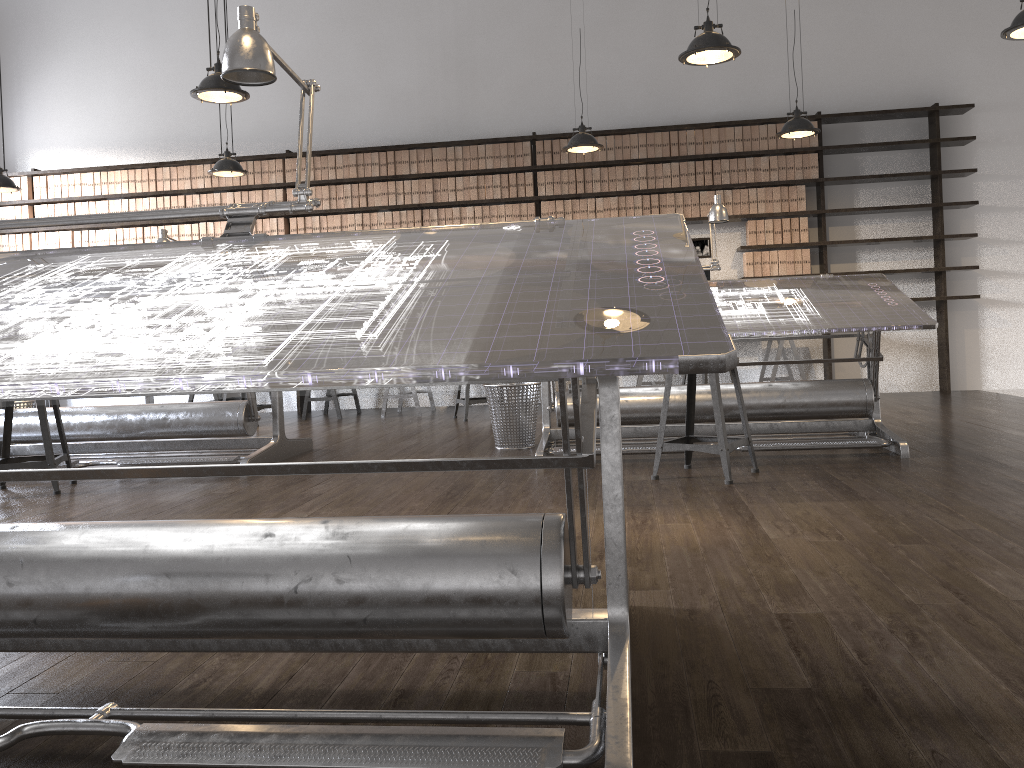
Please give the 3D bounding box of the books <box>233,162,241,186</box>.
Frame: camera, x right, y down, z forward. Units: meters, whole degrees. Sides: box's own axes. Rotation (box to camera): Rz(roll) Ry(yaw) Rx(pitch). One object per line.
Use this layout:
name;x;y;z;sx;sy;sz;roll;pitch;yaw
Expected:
books;-2.573;-1.973;8.388;0.066;0.225;0.175;-2;1;7

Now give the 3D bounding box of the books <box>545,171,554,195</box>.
books;0.346;-1.802;8.022;0.066;0.225;0.175;-2;1;7

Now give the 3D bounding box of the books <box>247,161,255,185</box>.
books;-2.439;-1.978;8.375;0.066;0.225;0.175;-2;1;7

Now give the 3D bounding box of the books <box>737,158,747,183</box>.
books;2.020;-1.864;7.817;0.066;0.225;0.175;-2;1;7

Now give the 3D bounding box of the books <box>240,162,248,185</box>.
books;-2.502;-1.975;8.379;0.067;0.226;0.175;-2;1;7

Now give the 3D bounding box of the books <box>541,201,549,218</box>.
books;0.309;-1.532;8.033;0.066;0.225;0.175;-2;1;7

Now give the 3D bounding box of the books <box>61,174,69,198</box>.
books;-4.295;-1.910;8.612;0.066;0.225;0.174;-2;1;7

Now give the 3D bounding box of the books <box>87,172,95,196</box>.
books;-4.030;-1.919;8.575;0.066;0.225;0.175;-2;1;7

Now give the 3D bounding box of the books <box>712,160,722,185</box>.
books;1.809;-1.856;7.844;0.066;0.225;0.175;-2;1;7

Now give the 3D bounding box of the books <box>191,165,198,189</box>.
books;-2.987;-1.958;8.445;0.066;0.225;0.175;-2;1;7

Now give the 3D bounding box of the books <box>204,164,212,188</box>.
books;-2.853;-1.962;8.425;0.067;0.226;0.175;-2;1;7

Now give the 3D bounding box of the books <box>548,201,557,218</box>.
books;0.371;-1.534;8.021;0.067;0.226;0.175;-2;1;7

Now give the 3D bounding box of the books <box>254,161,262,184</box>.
books;-2.364;-1.980;8.367;0.066;0.225;0.175;-2;1;7

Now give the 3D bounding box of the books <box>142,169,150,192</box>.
books;-3.478;-1.940;8.509;0.066;0.225;0.175;-2;1;7

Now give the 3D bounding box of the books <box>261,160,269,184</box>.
books;-2.295;-1.983;8.360;0.066;0.225;0.174;-2;1;7

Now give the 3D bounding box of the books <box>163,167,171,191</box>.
books;-3.261;-1.947;8.477;0.066;0.225;0.174;-2;1;7

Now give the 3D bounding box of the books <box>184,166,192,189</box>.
books;-3.054;-1.955;8.449;0.067;0.226;0.175;-2;1;7

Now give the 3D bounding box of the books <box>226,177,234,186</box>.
books;-2.645;-1.970;8.400;0.066;0.225;0.174;-2;1;7

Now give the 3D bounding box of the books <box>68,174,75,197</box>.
books;-4.225;-1.912;8.603;0.066;0.225;0.175;-2;1;7

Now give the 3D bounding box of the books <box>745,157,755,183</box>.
books;2.086;-1.866;7.802;0.067;0.226;0.175;-2;1;7

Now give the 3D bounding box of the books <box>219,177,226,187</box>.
books;-2.714;-1.968;8.413;0.066;0.225;0.174;-2;1;7

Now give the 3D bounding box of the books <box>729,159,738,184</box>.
books;1.950;-1.861;7.825;0.066;0.225;0.174;-2;1;7

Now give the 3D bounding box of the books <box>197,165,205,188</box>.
books;-2.925;-1.960;8.436;0.066;0.225;0.175;-2;1;7

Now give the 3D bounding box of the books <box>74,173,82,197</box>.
books;-4.159;-1.914;8.589;0.067;0.226;0.175;-2;1;7

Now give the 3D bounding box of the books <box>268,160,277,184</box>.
books;-2.226;-1.985;8.348;0.066;0.225;0.174;-2;1;7

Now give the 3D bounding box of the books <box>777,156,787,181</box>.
books;2.357;-1.876;7.773;0.066;0.225;0.175;-2;1;7

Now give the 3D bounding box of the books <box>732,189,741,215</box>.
books;1.974;-1.593;7.826;0.066;0.225;0.174;-2;1;7

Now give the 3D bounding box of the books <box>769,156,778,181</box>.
books;2.287;-1.873;7.778;0.067;0.226;0.175;-2;1;7

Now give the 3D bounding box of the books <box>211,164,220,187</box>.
books;-2.783;-1.965;8.420;0.066;0.225;0.175;-2;1;7

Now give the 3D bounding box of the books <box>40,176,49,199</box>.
books;-4.511;-1.902;8.634;0.067;0.226;0.175;-2;1;7

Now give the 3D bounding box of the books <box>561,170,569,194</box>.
books;0.481;-1.807;8.009;0.066;0.225;0.175;-2;1;7

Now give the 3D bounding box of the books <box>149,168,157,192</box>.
books;-3.406;-1.942;8.494;0.067;0.226;0.175;-2;1;7

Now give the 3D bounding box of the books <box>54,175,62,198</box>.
books;-4.366;-1.907;8.616;0.066;0.225;0.174;-2;1;7

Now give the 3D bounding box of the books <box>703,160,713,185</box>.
books;1.734;-1.853;7.848;0.067;0.226;0.175;-2;1;7

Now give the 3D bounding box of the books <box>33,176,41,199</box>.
books;-4.584;-1.899;8.649;0.066;0.225;0.175;-2;1;7

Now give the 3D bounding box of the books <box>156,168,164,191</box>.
books;-3.331;-1.945;8.490;0.066;0.225;0.175;-2;1;7

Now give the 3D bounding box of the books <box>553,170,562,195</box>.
books;0.418;-1.805;8.013;0.067;0.226;0.175;-2;1;7

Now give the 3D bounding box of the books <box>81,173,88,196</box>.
books;-4.092;-1.917;8.585;0.066;0.225;0.175;-2;1;7

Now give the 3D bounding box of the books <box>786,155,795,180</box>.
books;2.426;-1.879;7.766;0.066;0.225;0.174;-2;1;7

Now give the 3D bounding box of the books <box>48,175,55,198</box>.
books;-4.436;-1.905;8.630;0.066;0.225;0.175;-2;1;7

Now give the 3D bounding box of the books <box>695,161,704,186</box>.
books;1.662;-1.851;7.862;0.066;0.225;0.175;-2;1;7

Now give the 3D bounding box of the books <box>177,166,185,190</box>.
books;-3.120;-1.953;8.463;0.066;0.225;0.175;-2;1;7

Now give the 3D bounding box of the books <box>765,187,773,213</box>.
books;2.247;-1.603;7.789;0.066;0.225;0.175;-2;1;7

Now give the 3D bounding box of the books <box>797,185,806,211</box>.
books;2.520;-1.613;7.752;0.066;0.225;0.174;-2;1;7

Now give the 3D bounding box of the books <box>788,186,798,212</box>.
books;2.450;-1.610;7.765;0.066;0.225;0.174;-2;1;7

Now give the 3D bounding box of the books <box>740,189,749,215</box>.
books;2.043;-1.596;7.815;0.066;0.225;0.175;-2;1;7

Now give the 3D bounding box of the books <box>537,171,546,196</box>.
books;0.275;-1.800;8.034;0.066;0.225;0.174;-2;1;7

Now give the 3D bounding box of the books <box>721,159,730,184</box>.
books;1.879;-1.858;7.830;0.066;0.225;0.174;-2;1;7

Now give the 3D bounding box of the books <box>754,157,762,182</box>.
books;2.153;-1.869;7.799;0.066;0.225;0.175;-2;1;7

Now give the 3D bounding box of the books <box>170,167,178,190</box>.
books;-3.190;-1.950;8.472;0.066;0.225;0.174;-2;1;7

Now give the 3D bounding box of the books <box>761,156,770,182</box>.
books;2.215;-1.871;7.789;0.066;0.225;0.175;-2;1;7

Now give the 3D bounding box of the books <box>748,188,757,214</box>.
books;2.112;-1.598;7.803;0.067;0.226;0.175;-2;1;7
